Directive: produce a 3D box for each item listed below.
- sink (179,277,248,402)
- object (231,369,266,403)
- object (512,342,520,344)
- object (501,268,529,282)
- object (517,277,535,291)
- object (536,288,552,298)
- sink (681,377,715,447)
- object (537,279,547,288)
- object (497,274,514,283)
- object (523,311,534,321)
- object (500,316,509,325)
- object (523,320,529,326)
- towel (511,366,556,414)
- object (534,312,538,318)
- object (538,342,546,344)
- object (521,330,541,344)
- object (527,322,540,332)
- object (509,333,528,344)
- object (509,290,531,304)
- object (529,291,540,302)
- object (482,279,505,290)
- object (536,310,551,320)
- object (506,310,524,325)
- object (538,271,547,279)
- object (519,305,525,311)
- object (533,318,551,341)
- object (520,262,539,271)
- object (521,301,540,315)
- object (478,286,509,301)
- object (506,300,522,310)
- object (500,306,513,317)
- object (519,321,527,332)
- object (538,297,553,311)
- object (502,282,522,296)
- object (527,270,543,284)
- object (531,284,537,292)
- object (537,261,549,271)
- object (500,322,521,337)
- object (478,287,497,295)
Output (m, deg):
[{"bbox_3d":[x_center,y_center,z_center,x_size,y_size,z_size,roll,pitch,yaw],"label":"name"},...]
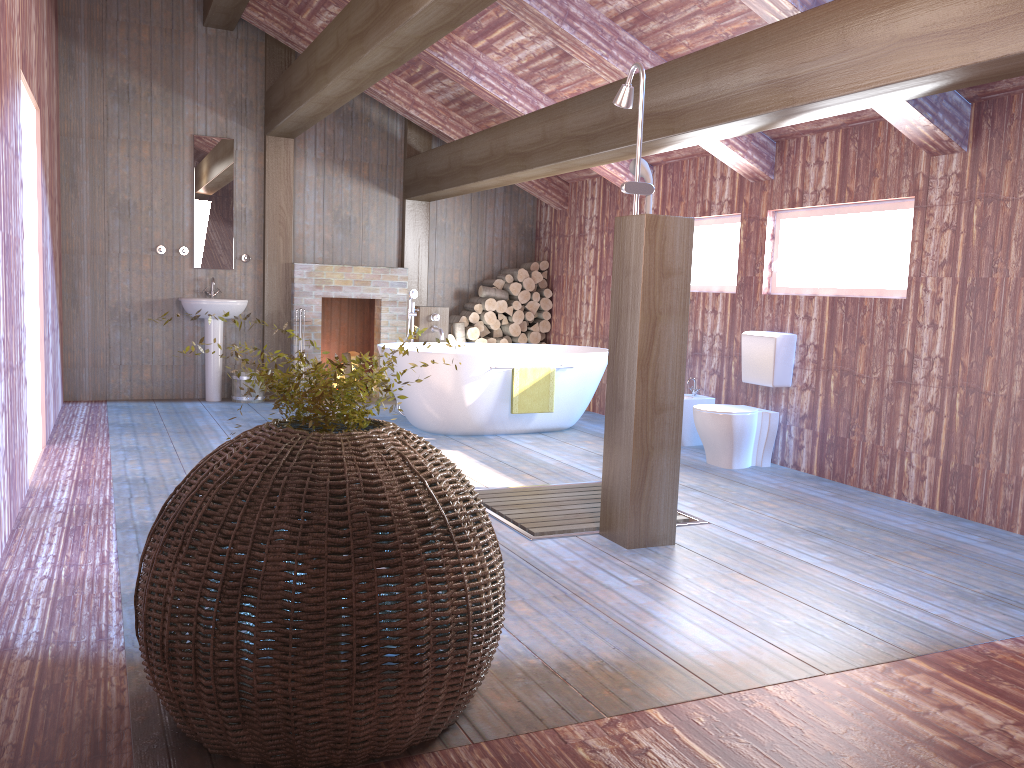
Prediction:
[{"bbox_3d":[-2.719,-0.400,8.106,0.582,1.143,0.475,-1,7,-25],"label":"sink"},{"bbox_3d":[-2.452,0.020,8.255,0.309,0.290,0.308,1,6,-15],"label":"object"},{"bbox_3d":[0.044,-0.381,9.323,0.116,0.117,0.289,-1,7,-27],"label":"object"},{"bbox_3d":[0.026,-1.139,9.273,0.135,0.139,0.456,-1,7,-24],"label":"object"},{"bbox_3d":[0.077,-1.046,9.288,0.141,0.143,0.437,-1,7,-27],"label":"object"},{"bbox_3d":[0.284,-0.969,9.394,0.102,0.109,0.438,-1,7,-24],"label":"object"},{"bbox_3d":[1.254,0.209,6.768,0.515,0.517,0.335,-1,7,-24],"label":"sink"},{"bbox_3d":[0.270,-1.068,9.416,0.107,0.115,0.269,0,7,-24],"label":"object"},{"bbox_3d":[-0.071,-1.094,9.201,0.094,0.097,0.227,-1,7,-24],"label":"object"},{"bbox_3d":[0.095,-0.727,9.334,0.102,0.109,0.438,-1,7,-24],"label":"object"},{"bbox_3d":[-0.123,-0.671,9.245,0.085,0.096,0.280,-1,7,-24],"label":"object"},{"bbox_3d":[0.108,-0.643,9.338,0.065,0.069,0.177,-1,7,-26],"label":"object"},{"bbox_3d":[0.163,0.043,6.727,0.370,0.361,0.032,-1,7,-29],"label":"towel"},{"bbox_3d":[0.197,-0.743,9.431,0.088,0.092,0.280,-1,7,-24],"label":"object"},{"bbox_3d":[0.230,-0.391,9.464,0.139,0.137,0.455,-1,7,-27],"label":"object"},{"bbox_3d":[0.146,-0.503,9.396,0.137,0.133,0.437,-1,7,-27],"label":"object"},{"bbox_3d":[0.154,-0.618,9.377,0.115,0.112,0.423,-1,7,-24],"label":"object"},{"bbox_3d":[0.045,-0.488,9.315,0.114,0.113,0.301,-1,7,-27],"label":"object"},{"bbox_3d":[0.036,-0.910,9.286,0.143,0.151,0.440,-1,7,-24],"label":"object"},{"bbox_3d":[0.163,-0.924,9.341,0.089,0.106,0.437,-1,7,-24],"label":"object"},{"bbox_3d":[-0.197,-1.035,9.268,0.140,0.121,0.319,0,7,-23],"label":"object"},{"bbox_3d":[0.272,-0.739,9.417,0.102,0.109,0.438,-1,7,-24],"label":"object"},{"bbox_3d":[-0.023,-0.704,9.283,0.136,0.157,0.439,-1,7,-24],"label":"object"},{"bbox_3d":[0.275,-1.166,9.423,0.081,0.100,0.281,-1,7,-25],"label":"object"},{"bbox_3d":[0.036,-0.783,9.277,0.095,0.090,0.278,0,7,-23],"label":"object"},{"bbox_3d":[0.252,-0.575,9.438,0.137,0.256,0.439,-1,7,-24],"label":"object"},{"bbox_3d":[0.184,-1.224,9.355,0.104,0.121,0.270,-1,7,-24],"label":"object"},{"bbox_3d":[0.117,-0.811,9.368,0.172,0.151,0.482,0,7,-24],"label":"object"},{"bbox_3d":[-0.189,-0.923,9.065,0.302,0.157,0.121,-1,7,-24],"label":"object"},{"bbox_3d":[-0.037,-0.832,9.257,0.102,0.109,0.438,-1,7,-24],"label":"object"},{"bbox_3d":[-0.121,-0.760,9.227,0.109,0.124,0.424,-1,7,-25],"label":"object"},{"bbox_3d":[0.045,-0.616,9.311,0.111,0.118,0.302,-1,7,-26],"label":"object"},{"bbox_3d":[0.267,-0.857,9.404,0.147,0.152,0.439,-1,7,-24],"label":"object"},{"bbox_3d":[-0.057,-1.000,9.251,0.139,0.148,0.458,-1,7,-24],"label":"object"},{"bbox_3d":[0.169,-1.125,9.344,0.133,0.142,0.456,-1,7,-24],"label":"object"},{"bbox_3d":[0.144,-1.019,9.434,0.132,0.119,0.319,0,7,-23],"label":"object"},{"bbox_3d":[0.281,-1.249,9.398,0.112,0.113,0.271,-1,7,-25],"label":"object"},{"bbox_3d":[-0.067,-0.580,9.278,0.141,0.143,0.437,-1,7,-27],"label":"object"},{"bbox_3d":[-0.248,-0.950,9.254,0.113,0.130,0.291,-1,7,-24],"label":"object"}]
